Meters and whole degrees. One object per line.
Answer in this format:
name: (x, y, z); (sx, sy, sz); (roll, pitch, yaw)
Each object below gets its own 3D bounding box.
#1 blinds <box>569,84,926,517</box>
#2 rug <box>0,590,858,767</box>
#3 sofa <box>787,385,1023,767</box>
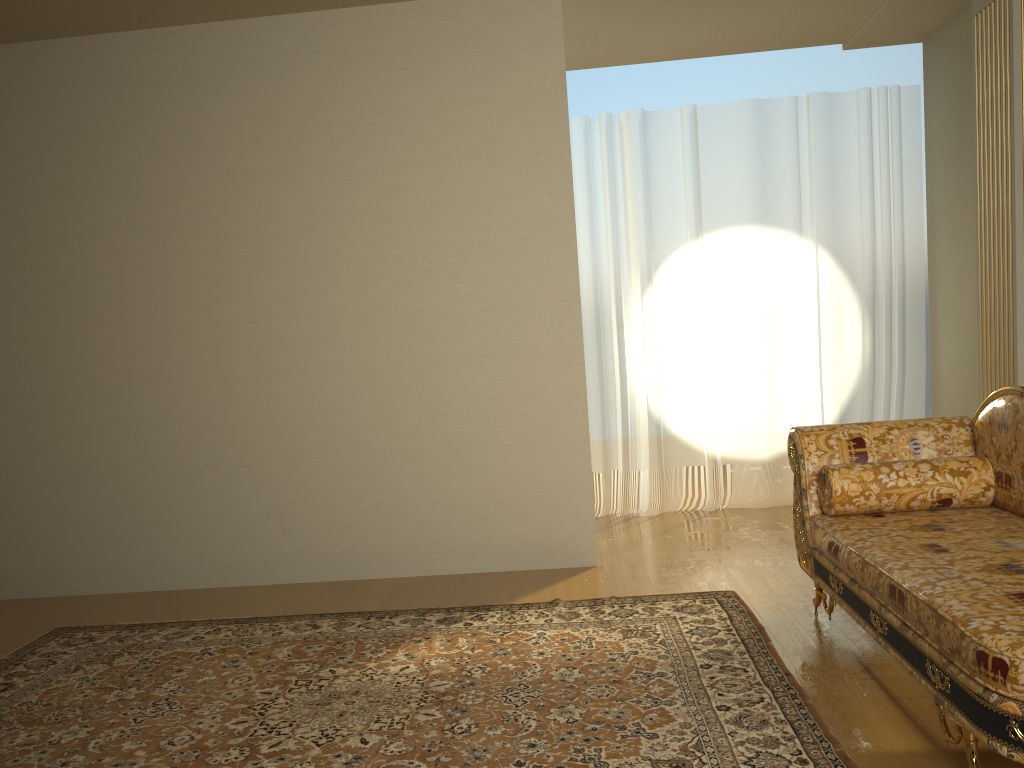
blinds: (1.450, -0.459, 5.461); (2.167, 2.523, 0.163); (-4, 6, 7)
rug: (-0.624, 1.043, 2.892); (3.079, 0.017, 2.105); (-4, 2, 4)
sofa: (1.368, 0.476, 2.622); (0.693, 0.876, 1.882); (-4, 3, 4)
